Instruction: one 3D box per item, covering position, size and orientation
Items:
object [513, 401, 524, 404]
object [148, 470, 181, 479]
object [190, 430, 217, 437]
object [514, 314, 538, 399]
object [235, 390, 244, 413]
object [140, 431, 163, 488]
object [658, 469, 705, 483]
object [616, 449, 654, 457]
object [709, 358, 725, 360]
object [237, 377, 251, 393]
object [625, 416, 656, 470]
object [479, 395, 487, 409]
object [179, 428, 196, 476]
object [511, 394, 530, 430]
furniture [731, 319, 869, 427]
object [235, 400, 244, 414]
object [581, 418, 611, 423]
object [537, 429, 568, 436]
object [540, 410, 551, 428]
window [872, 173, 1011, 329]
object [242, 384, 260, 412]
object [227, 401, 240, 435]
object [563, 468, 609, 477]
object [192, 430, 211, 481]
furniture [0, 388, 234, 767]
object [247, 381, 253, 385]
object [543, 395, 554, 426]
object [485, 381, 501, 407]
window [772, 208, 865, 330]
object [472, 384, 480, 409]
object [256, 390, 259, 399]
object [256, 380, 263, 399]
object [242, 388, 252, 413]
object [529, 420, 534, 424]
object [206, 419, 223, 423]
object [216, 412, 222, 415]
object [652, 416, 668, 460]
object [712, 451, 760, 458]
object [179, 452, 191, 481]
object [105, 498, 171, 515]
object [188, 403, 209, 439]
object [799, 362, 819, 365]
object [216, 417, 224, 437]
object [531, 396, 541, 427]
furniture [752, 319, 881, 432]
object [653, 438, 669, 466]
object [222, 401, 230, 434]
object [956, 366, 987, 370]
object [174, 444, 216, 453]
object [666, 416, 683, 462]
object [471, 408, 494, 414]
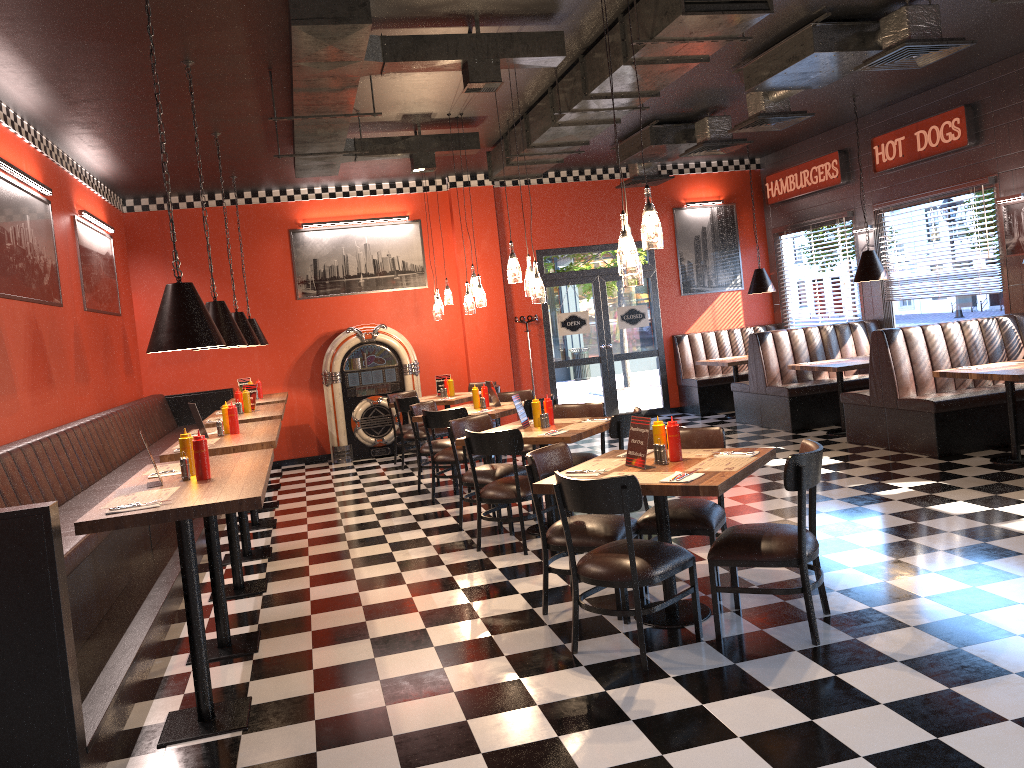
[{"bbox_3d":[0.109,0.180,8.856,0.254,0.019,0.158,-3,5,35],"label":"object"},{"bbox_3d":[-1.730,0.449,4.543,0.255,0.019,0.157,-7,4,-16],"label":"object"},{"bbox_3d":[-2.266,0.364,6.573,0.255,0.019,0.157,-7,4,-16],"label":"object"},{"bbox_3d":[0.279,-0.129,12.350,0.374,1.656,0.375,-6,2,9],"label":"object"},{"bbox_3d":[-2.597,0.158,8.435,0.068,0.237,0.068,-7,2,-19],"label":"object"},{"bbox_3d":[-1.712,0.351,4.208,0.072,0.257,0.188,-7,2,-22],"label":"object"},{"bbox_3d":[0.811,0.433,4.192,0.157,0.019,0.256,-3,5,35],"label":"object"},{"bbox_3d":[0.692,0.389,5.008,0.157,0.019,0.256,-3,5,33],"label":"object"},{"bbox_3d":[2.850,-0.348,12.277,0.157,0.019,0.255,-7,4,-13],"label":"object"},{"bbox_3d":[-3.178,0.058,10.604,0.072,0.257,0.189,-5,3,37],"label":"object"},{"bbox_3d":[0.654,0.301,4.591,0.072,0.257,0.188,-7,2,-23],"label":"object"},{"bbox_3d":[-0.290,0.173,8.729,0.047,0.136,0.093,-7,2,-23],"label":"object"},{"bbox_3d":[-1.608,0.337,4.389,0.068,0.237,0.068,-7,2,-38],"label":"object"},{"bbox_3d":[0.068,0.209,6.796,0.072,0.257,0.189,-6,2,17],"label":"object"},{"bbox_3d":[3.721,-0.166,11.320,1.711,1.153,0.706,-7,2,-13],"label":"furniture"},{"bbox_3d":[-2.566,0.215,8.319,0.093,0.136,0.047,-4,3,42],"label":"object"},{"bbox_3d":[0.626,0.274,6.735,0.254,0.019,0.158,-4,5,31],"label":"object"},{"bbox_3d":[0.300,0.340,6.285,0.157,0.019,0.256,-3,5,34],"label":"object"},{"bbox_3d":[0.245,0.261,6.667,0.046,0.136,0.094,-5,3,37],"label":"object"},{"bbox_3d":[4.837,-1.336,9.997,0.127,1.712,2.028,-6,3,-13],"label":"window"},{"bbox_3d":[-2.525,0.136,8.505,0.188,0.257,0.072,-5,2,28],"label":"object"},{"bbox_3d":[-2.002,0.240,6.360,0.068,0.237,0.068,-6,2,7],"label":"object"},{"bbox_3d":[0.387,0.452,4.555,0.254,0.019,0.158,-4,4,26],"label":"object"},{"bbox_3d":[-1.477,0.335,4.209,0.068,0.237,0.068,-7,2,-38],"label":"object"},{"bbox_3d":[-3.124,0.841,7.276,1.105,1.147,8.764,-7,4,-13],"label":"furniture"},{"bbox_3d":[-3.104,0.064,10.535,0.068,0.237,0.068,-7,2,-20],"label":"object"},{"bbox_3d":[0.280,0.197,6.775,0.068,0.237,0.068,-6,2,-8],"label":"object"},{"bbox_3d":[-0.188,0.094,8.820,0.072,0.257,0.188,-7,2,-23],"label":"object"},{"bbox_3d":[4.281,-1.440,12.320,0.127,1.712,2.028,-6,3,-13],"label":"window"},{"bbox_3d":[-0.359,0.123,8.804,0.068,0.237,0.068,-6,2,-8],"label":"object"},{"bbox_3d":[-3.034,0.116,10.433,0.094,0.136,0.046,-8,2,-33],"label":"object"},{"bbox_3d":[-3.011,0.054,10.547,0.068,0.237,0.068,-7,2,-20],"label":"object"},{"bbox_3d":[-2.515,0.152,8.392,0.068,0.237,0.068,-7,2,-24],"label":"object"},{"bbox_3d":[0.185,0.298,7.056,0.157,0.019,0.256,-4,4,25],"label":"object"},{"bbox_3d":[-2.530,0.311,7.718,0.255,0.019,0.157,-7,4,-16],"label":"object"},{"bbox_3d":[-2.746,0.272,8.613,0.255,0.019,0.157,-7,4,-16],"label":"object"},{"bbox_3d":[0.787,0.288,4.717,0.068,0.237,0.068,-6,2,1],"label":"object"},{"bbox_3d":[1.157,0.365,4.648,0.254,0.019,0.158,-3,5,36],"label":"object"},{"bbox_3d":[-1.579,0.394,4.276,0.047,0.136,0.093,-7,2,-22],"label":"object"},{"bbox_3d":[-1.514,0.492,3.607,0.255,0.019,0.157,-7,4,-16],"label":"object"},{"bbox_3d":[-2.232,0.259,6.304,0.072,0.257,0.188,-7,3,-34],"label":"object"},{"bbox_3d":[3.335,-0.235,9.927,0.157,0.019,0.255,-7,4,-8],"label":"object"},{"bbox_3d":[-2.082,0.304,6.316,0.047,0.136,0.093,-7,2,-23],"label":"object"},{"bbox_3d":[0.189,0.208,6.755,0.068,0.237,0.068,-6,2,-8],"label":"object"},{"bbox_3d":[3.885,-0.136,10.634,1.711,1.153,0.706,-7,2,-13],"label":"furniture"},{"bbox_3d":[0.769,0.350,4.604,0.047,0.136,0.093,-7,2,-23],"label":"object"},{"bbox_3d":[-2.065,0.242,6.429,0.068,0.237,0.068,-6,2,-4],"label":"object"},{"bbox_3d":[3.980,-0.144,7.650,0.157,0.019,0.255,-7,4,-12],"label":"object"},{"bbox_3d":[-2.018,0.403,5.638,0.255,0.019,0.157,-7,4,-16],"label":"object"},{"bbox_3d":[0.850,0.286,4.648,0.068,0.237,0.068,-5,2,30],"label":"object"},{"bbox_3d":[-0.263,0.253,8.375,0.157,0.019,0.256,-3,5,34],"label":"object"}]
